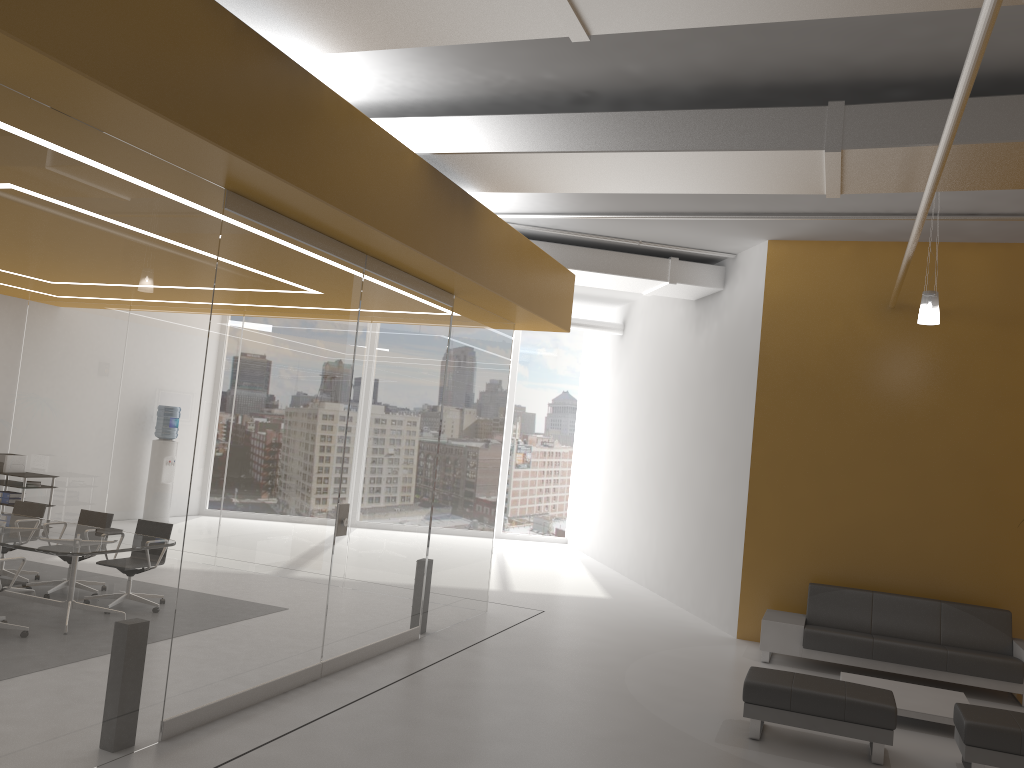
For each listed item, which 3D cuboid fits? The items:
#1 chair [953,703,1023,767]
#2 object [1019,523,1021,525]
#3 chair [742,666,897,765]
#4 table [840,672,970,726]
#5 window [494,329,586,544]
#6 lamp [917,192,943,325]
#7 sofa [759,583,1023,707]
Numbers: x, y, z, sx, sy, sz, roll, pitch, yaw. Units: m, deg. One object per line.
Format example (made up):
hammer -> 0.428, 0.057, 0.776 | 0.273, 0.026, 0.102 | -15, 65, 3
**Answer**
chair -> 3.499, 2.453, 5.855 | 1.012, 0.423, 0.575 | 4, -4, 20
object -> 4.404, 1.816, 6.581 | 0.912, 1.956, 1.222 | 8, -4, -29
chair -> 2.190, 2.359, 6.365 | 1.012, 0.423, 0.575 | 4, -4, 20
table -> 3.266, 2.666, 7.381 | 1.000, 0.150, 1.000 | 4, -4, 20
window -> -1.468, 0.670, 17.462 | 8.533, 4.498, 0.100 | 6, -4, -10
lamp -> 3.608, -1.125, 7.597 | 0.174, 1.227, 0.174 | 8, -4, -28
sofa -> 3.720, 2.489, 8.714 | 2.400, 0.761, 0.860 | 4, -4, 20
